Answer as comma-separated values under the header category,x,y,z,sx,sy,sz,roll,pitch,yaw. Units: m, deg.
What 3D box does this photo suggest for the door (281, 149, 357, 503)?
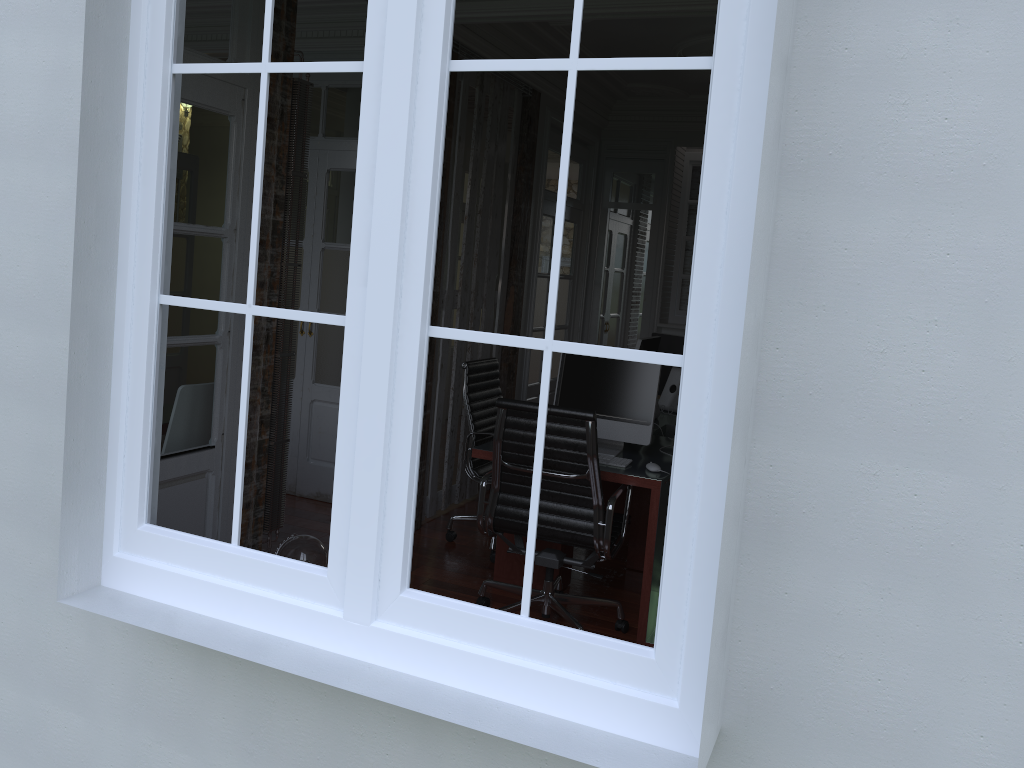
category,x,y,z,sx,sy,sz,roll,pitch,yaw
door,-1.277,-0.372,5.563,1.060,2.170,0.041,7,5,22

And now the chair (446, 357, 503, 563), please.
category,x,y,z,sx,sy,sz,roll,pitch,yaw
chair,0.027,0.404,4.946,0.700,1.019,0.667,6,5,17

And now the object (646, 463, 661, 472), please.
category,x,y,z,sx,sy,sz,roll,pitch,yaw
object,0.612,0.359,3.841,0.059,0.028,0.107,4,7,-9

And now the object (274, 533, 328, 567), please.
category,x,y,z,sx,sy,sz,roll,pitch,yaw
object,-0.945,0.853,3.946,0.235,0.381,0.221,5,5,0

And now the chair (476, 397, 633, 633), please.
category,x,y,z,sx,sy,sz,roll,pitch,yaw
chair,0.175,0.559,3.847,0.667,1.019,0.700,7,6,26

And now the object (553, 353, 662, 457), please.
category,x,y,z,sx,sy,sz,roll,pitch,yaw
object,0.443,0.076,4.151,0.485,0.483,0.190,7,5,22

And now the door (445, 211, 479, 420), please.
category,x,y,z,sx,sy,sz,roll,pitch,yaw
door,-0.453,-0.710,9.114,0.041,2.077,1.079,7,5,22

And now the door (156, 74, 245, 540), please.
category,x,y,z,sx,sy,sz,roll,pitch,yaw
door,-1.385,-0.070,3.171,0.041,2.172,1.163,7,5,22

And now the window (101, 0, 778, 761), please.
category,x,y,z,sx,sy,sz,roll,pitch,yaw
window,-0.234,-0.394,1.897,1.531,1.976,0.127,7,5,22

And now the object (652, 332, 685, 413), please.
category,x,y,z,sx,sy,sz,roll,pitch,yaw
object,1.073,-0.067,5.665,0.189,0.483,0.486,1,7,-42

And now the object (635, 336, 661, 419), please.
category,x,y,z,sx,sy,sz,roll,pitch,yaw
object,0.785,-0.036,5.241,0.190,0.483,0.485,7,6,22

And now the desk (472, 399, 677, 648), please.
category,x,y,z,sx,sy,sz,roll,pitch,yaw
desk,0.872,0.623,4.916,1.303,0.724,2.514,8,8,22

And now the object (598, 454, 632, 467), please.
category,x,y,z,sx,sy,sz,roll,pitch,yaw
object,0.313,0.322,3.973,0.440,0.017,0.119,8,8,22
